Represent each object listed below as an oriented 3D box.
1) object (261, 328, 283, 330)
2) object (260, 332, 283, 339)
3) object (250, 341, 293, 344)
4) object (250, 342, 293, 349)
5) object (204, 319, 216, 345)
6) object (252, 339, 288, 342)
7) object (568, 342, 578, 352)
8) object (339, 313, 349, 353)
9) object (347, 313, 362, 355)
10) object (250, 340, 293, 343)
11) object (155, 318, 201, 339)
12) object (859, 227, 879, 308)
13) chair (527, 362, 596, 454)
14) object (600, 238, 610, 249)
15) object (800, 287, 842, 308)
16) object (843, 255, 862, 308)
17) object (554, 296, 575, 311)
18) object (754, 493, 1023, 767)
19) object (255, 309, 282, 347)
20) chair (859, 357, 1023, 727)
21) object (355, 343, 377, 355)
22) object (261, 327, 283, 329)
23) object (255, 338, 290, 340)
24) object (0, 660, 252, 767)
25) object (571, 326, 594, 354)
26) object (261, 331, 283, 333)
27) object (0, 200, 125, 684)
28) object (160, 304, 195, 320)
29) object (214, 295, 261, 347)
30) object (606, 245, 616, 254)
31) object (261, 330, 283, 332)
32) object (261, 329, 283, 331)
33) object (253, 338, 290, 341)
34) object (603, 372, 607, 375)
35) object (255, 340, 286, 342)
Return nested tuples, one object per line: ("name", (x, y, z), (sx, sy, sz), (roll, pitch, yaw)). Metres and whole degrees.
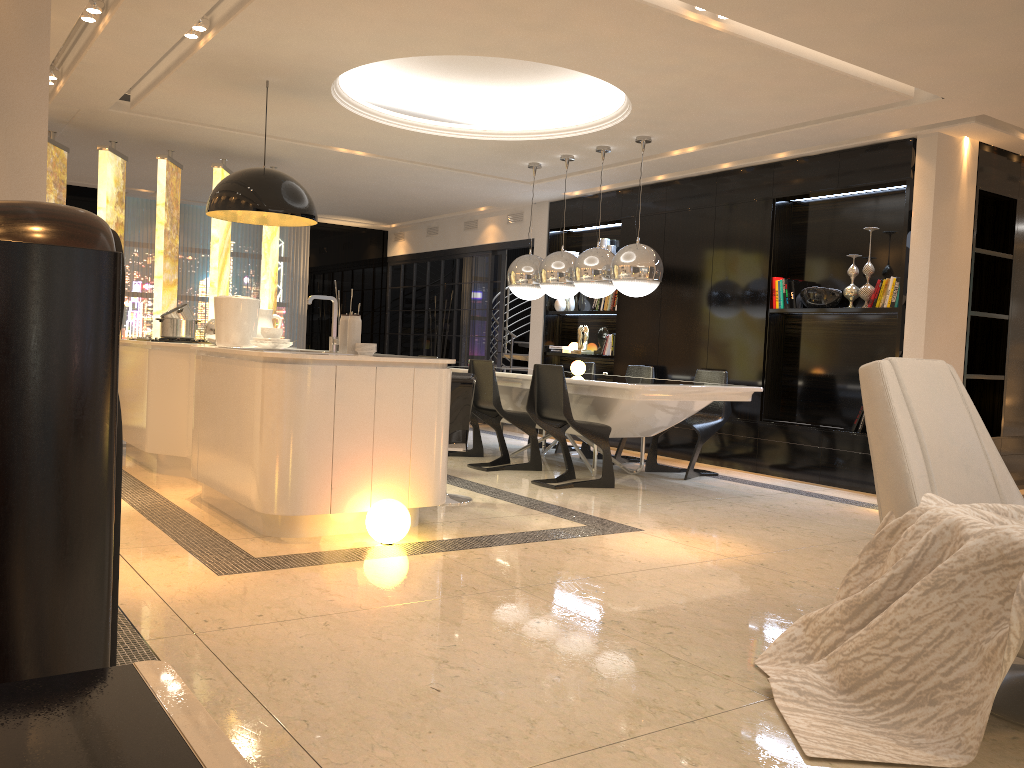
("object", (-1.498, -0.318, 5.531), (0.138, 0.051, 0.138), (3, 2, 13))
("object", (-1.499, -0.295, 5.532), (0.138, 0.051, 0.138), (3, 2, 13))
("object", (-1.501, -0.244, 5.534), (0.264, 0.033, 0.264), (4, 3, 24))
("object", (-1.502, -0.238, 5.534), (0.264, 0.033, 0.264), (4, 3, 24))
("object", (-1.958, -0.348, 5.965), (0.211, 0.174, 0.211), (3, 2, 12))
("object", (-1.500, -0.266, 5.533), (0.229, 0.016, 0.229), (3, 2, -5))
("object", (0.684, -0.398, 9.752), (0.125, 0.125, 0.125), (3, 2, 5))
("object", (-0.896, -0.272, 4.787), (0.071, 0.219, 0.071), (4, 3, 32))
("object", (-0.836, -0.266, 4.699), (0.071, 0.219, 0.071), (1, 3, -44))
("object", (-1.501, -0.251, 5.534), (0.264, 0.033, 0.264), (4, 3, 24))
("object", (-2.501, -0.413, 6.642), (0.266, 0.147, 0.253), (3, 2, 8))
("object", (2.737, -0.886, 6.805), (0.121, 0.612, 0.121), (1, 3, -40))
("chair", (0.497, 0.210, 8.559), (0.496, 0.858, 0.523), (1, 3, -35))
("object", (0.985, -1.393, 9.452), (0.111, 0.301, 0.111), (1, 3, -39))
("object", (2.490, -0.688, 7.157), (0.193, 0.177, 0.375), (1, 3, -34))
("object", (2.669, -0.797, 6.948), (0.121, 0.416, 0.121), (1, 3, -40))
("object", (0.584, -1.004, 9.895), (0.210, 0.395, 0.180), (1, 3, -32))
("object", (1.414, 0.629, 2.518), (1.347, 0.580, 0.972), (3, 2, 2))
("object", (-1.680, -0.375, 5.966), (0.183, 0.254, 0.211), (3, 2, 17))
("chair", (1.563, 0.432, 2.672), (1.027, 0.991, 0.983), (1, 3, -35))
("object", (-0.766, -0.182, 4.650), (0.111, 0.062, 0.111), (2, 2, -14))
("object", (-1.498, -0.324, 5.531), (0.138, 0.051, 0.138), (3, 2, 13))
("object", (-1.500, -0.275, 5.532), (0.229, 0.016, 0.229), (3, 2, -5))
("object", (-0.226, 0.201, 0.222), (0.371, 0.070, 0.441), (1, 3, -35))
("object", (0.767, -0.477, 9.601), (0.177, 0.311, 0.177), (1, 3, -35))
("object", (-1.499, -0.301, 5.532), (0.138, 0.051, 0.138), (3, 2, 13))
("object", (-0.777, 0.314, 1.142), (0.468, 1.127, 0.285), (1, 3, -35))
("object", (-2.502, -0.499, 6.631), (0.249, 0.212, 0.256), (3, 2, 1))
("object", (-1.770, -0.406, 5.699), (0.288, 0.330, 0.288), (2, 2, -17))
("object", (1.041, -1.348, 9.358), (0.104, 0.224, 0.104), (1, 3, -33))
("object", (-1.498, -0.307, 5.532), (0.138, 0.051, 0.138), (3, 2, 13))
("object", (-1.498, -0.312, 5.531), (0.138, 0.051, 0.138), (3, 2, 13))
("object", (-1.500, -0.271, 5.532), (0.229, 0.016, 0.229), (3, 2, -5))
("object", (1.018, 0.033, 9.338), (0.092, 0.310, 0.193), (2, 2, -11))
("object", (-1.501, -0.262, 5.533), (0.229, 0.016, 0.229), (3, 2, -5))
